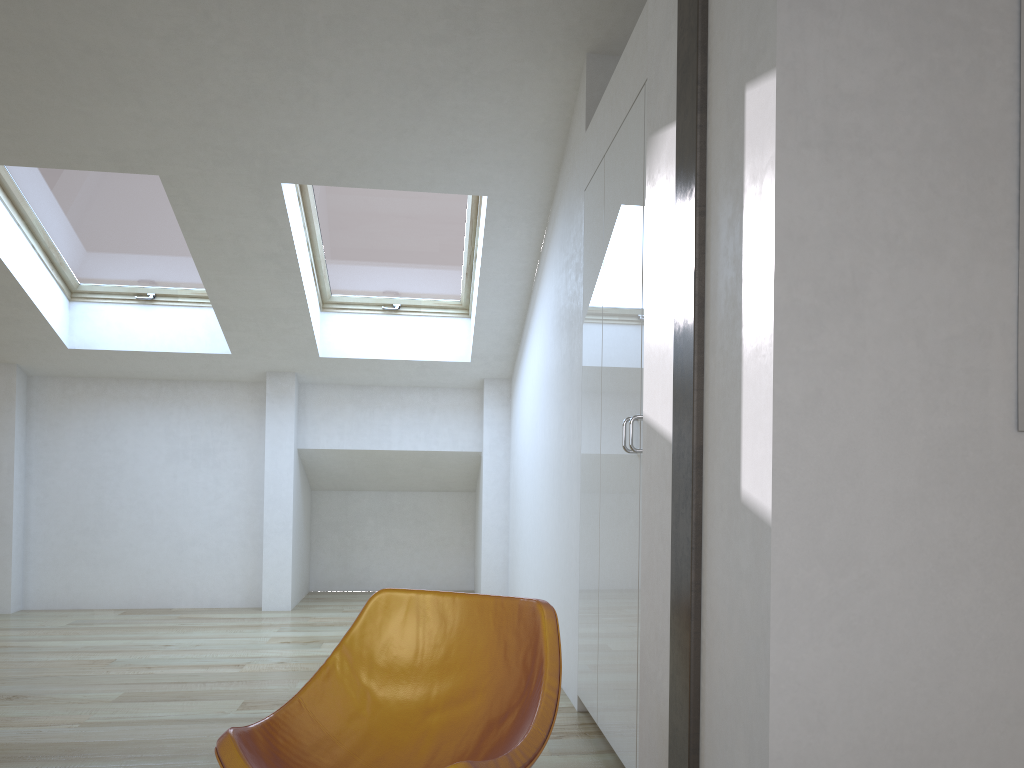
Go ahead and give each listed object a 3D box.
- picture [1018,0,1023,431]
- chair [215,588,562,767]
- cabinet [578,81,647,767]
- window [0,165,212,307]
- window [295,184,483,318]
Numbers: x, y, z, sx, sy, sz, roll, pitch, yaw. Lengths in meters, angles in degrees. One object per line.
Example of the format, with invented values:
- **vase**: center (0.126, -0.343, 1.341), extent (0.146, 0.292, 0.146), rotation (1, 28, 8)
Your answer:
- **picture**: center (1.079, -0.269, 1.412), extent (0.607, 0.699, 0.007), rotation (1, -1, -9)
- **chair**: center (-0.242, 0.861, 1.989), extent (0.659, 0.721, 0.715), rotation (0, -3, 23)
- **cabinet**: center (0.392, 0.204, 2.972), extent (0.125, 2.237, 1.727), rotation (1, -3, -5)
- **window**: center (-2.386, -0.905, 5.368), extent (1.536, 0.727, 1.831), rotation (1, -5, -7)
- **window**: center (-0.752, -0.856, 5.630), extent (1.536, 0.727, 1.831), rotation (1, -5, -7)
